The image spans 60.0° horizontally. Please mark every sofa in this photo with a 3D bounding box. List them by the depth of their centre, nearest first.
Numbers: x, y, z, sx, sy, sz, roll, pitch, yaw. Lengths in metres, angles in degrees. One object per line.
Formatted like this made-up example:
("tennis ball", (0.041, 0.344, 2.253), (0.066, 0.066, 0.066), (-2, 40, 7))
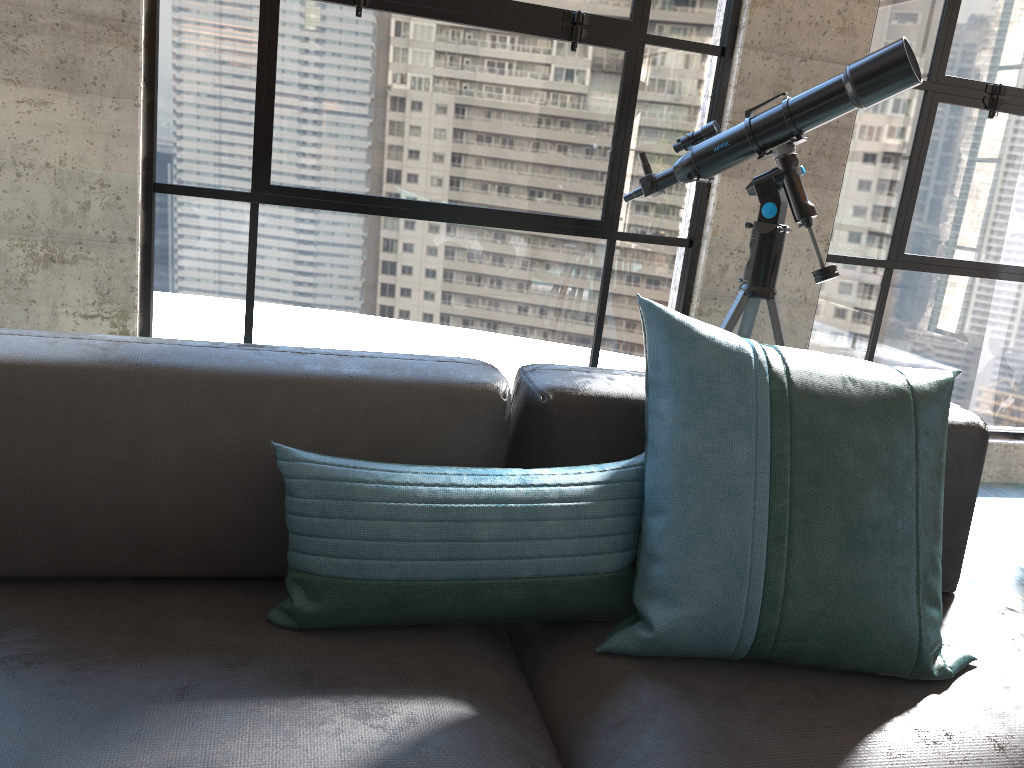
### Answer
("sofa", (0.030, 0.357, 1.320), (2.063, 0.680, 1.019), (3, 15, -15))

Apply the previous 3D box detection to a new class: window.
("window", (-0.143, -1.130, 2.665), (1.780, 2.530, 0.081), (3, 15, -15))
("window", (2.021, -1.008, 3.249), (1.780, 2.530, 0.081), (3, 15, -15))

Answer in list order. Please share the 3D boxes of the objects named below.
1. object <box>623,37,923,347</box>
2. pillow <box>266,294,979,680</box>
("object", (0.598, -0.221, 2.437), (0.595, 1.406, 0.617), (4, 14, -14))
("pillow", (0.191, 0.124, 1.276), (1.042, 0.466, 0.349), (6, 14, -5))
